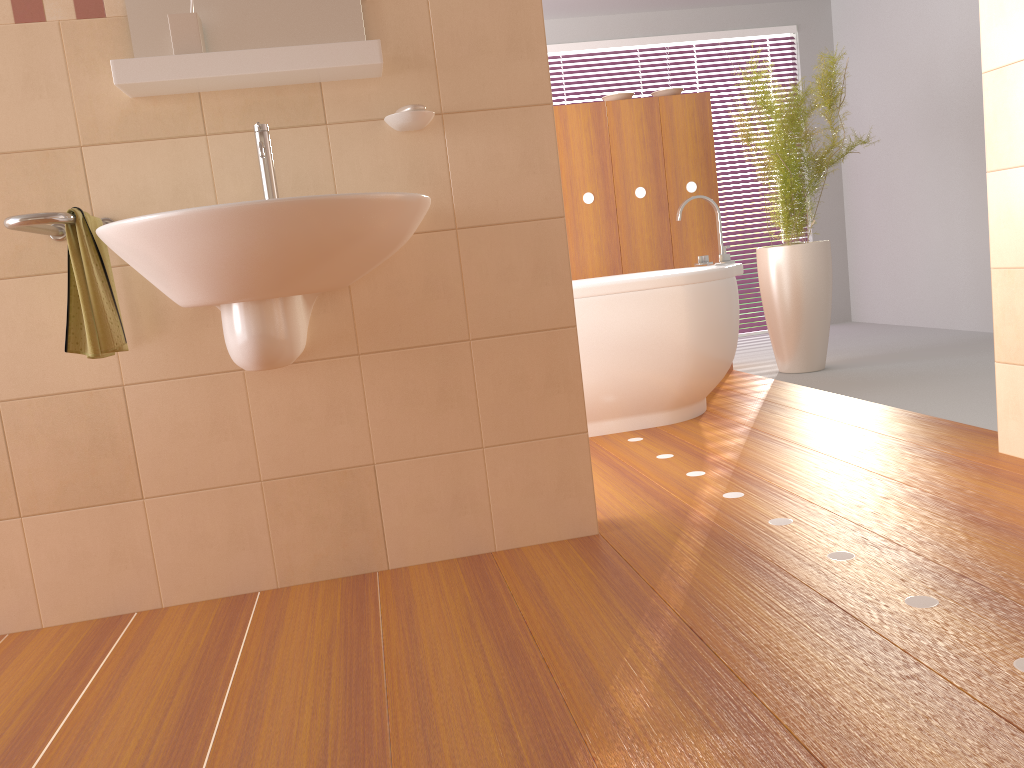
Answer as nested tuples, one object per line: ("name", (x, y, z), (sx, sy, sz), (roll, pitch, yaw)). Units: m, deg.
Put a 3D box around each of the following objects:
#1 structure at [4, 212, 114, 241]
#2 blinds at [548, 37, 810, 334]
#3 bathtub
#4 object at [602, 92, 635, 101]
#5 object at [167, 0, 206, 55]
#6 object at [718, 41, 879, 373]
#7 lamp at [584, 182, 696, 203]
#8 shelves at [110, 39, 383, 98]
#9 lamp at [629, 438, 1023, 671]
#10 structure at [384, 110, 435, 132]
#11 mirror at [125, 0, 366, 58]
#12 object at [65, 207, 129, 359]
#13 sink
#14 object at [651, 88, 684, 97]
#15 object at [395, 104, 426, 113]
("structure", (-0.925, -0.325, 1.809), (0.142, 0.042, 0.333), (-8, 8, -9))
("blinds", (-0.216, -1.117, 5.970), (4.712, 2.022, 0.032), (-8, 8, -9))
("bathtub", (0.094, -0.261, 3.744), (1.874, 0.900, 0.888), (-8, 8, -9))
("object", (0.559, -1.489, 4.655), (0.173, 0.046, 0.173), (-8, 8, -9))
("object", (-0.695, -0.765, 1.892), (0.063, 0.149, 0.073), (-8, 8, -9))
("object", (1.481, -0.844, 4.377), (0.683, 1.557, 1.335), (-3, 8, 23))
("lamp", (0.393, -0.954, 4.552), (1.169, 0.052, 0.001), (-8, 8, -9))
("shelves", (-0.563, -0.686, 1.931), (0.554, 0.050, 0.138), (-8, 8, -9))
("lamp", (-0.821, 0.581, 1.694), (3.173, 0.001, 2.893), (-8, 8, -9))
("structure", (-0.230, -0.599, 2.021), (0.117, 0.029, 0.092), (-8, 8, -9))
("mirror", (-0.622, -1.117, 1.925), (0.502, 0.799, 0.008), (-8, 8, -9))
("object", (-0.853, -0.206, 1.830), (0.085, 0.306, 0.181), (-6, 8, 7))
("sink", (-0.484, -0.287, 1.788), (0.683, 0.516, 0.539), (-8, 8, -9))
("object", (0.825, -1.526, 4.697), (0.173, 0.046, 0.173), (-8, 8, -9))
("object", (-0.232, -0.621, 2.020), (0.075, 0.023, 0.050), (1, 11, 45))
